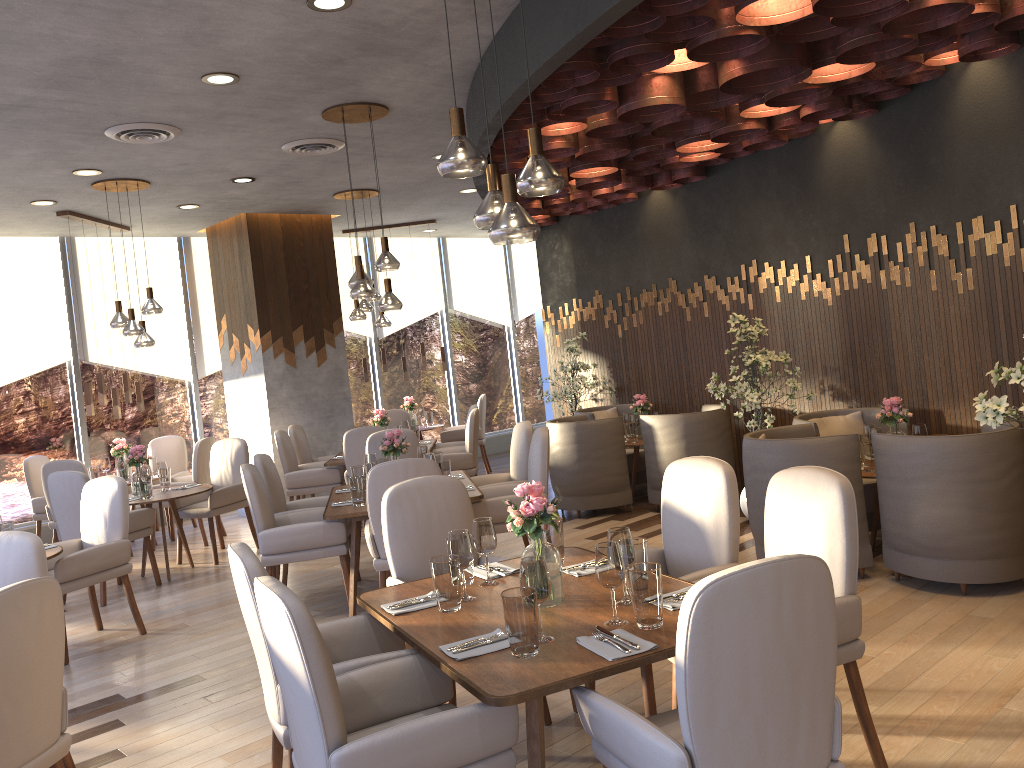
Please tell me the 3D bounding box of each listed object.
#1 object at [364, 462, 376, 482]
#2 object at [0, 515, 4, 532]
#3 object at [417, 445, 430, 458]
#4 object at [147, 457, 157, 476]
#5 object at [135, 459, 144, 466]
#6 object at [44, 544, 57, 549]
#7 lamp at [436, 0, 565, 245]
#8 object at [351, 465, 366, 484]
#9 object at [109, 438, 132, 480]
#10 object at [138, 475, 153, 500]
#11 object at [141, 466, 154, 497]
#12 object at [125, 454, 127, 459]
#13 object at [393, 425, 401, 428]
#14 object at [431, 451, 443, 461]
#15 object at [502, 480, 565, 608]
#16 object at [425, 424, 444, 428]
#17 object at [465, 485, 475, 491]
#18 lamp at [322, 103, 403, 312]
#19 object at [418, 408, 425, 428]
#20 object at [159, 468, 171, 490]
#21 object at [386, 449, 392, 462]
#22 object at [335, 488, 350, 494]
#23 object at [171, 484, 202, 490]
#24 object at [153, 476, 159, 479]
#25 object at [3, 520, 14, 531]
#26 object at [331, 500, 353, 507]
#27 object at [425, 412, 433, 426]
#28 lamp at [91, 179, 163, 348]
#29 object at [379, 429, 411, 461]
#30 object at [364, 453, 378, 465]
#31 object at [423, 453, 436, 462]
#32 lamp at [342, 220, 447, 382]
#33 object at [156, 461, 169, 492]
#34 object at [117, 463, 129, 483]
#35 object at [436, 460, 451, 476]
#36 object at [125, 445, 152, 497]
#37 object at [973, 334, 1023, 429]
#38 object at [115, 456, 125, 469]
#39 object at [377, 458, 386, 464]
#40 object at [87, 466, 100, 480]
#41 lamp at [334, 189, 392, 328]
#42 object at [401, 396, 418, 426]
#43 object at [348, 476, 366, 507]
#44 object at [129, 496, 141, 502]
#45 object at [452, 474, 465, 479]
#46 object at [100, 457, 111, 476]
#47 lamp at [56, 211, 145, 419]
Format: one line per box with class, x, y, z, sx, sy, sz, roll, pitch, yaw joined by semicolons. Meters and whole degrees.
object;-0.875;0.617;5.534;0.092;0.244;0.092;-7;1;-29
object;-2.962;0.869;5.082;0.092;0.244;0.092;-6;1;13
object;-0.620;0.558;6.276;0.092;0.244;0.092;-6;1;34
object;-3.531;0.816;8.705;0.102;0.178;0.102;-7;1;-39
object;-3.627;0.796;8.646;0.092;0.244;0.092;-6;1;7
object;-2.798;0.962;5.149;0.157;0.019;0.255;-5;3;32
lamp;-0.084;-1.120;2.980;0.439;1.326;0.439;-6;1;-3
object;-1.035;0.648;6.022;0.102;0.178;0.102;-6;1;7
object;-3.789;0.730;8.616;0.210;0.415;0.197;-7;1;-30
object;-2.884;0.815;6.983;0.102;0.178;0.102;-6;1;28
object;-2.915;0.782;7.089;0.092;0.244;0.092;-6;1;42
object;-3.832;0.815;8.743;0.092;0.244;0.092;-7;1;-34
object;-1.083;0.520;8.457;0.092;0.244;0.092;-6;1;44
object;-0.539;0.579;6.353;0.102;0.178;0.102;-7;1;-42
object;0.082;0.533;2.996;0.210;0.415;0.197;-7;1;-30
object;-0.970;0.520;10.980;0.255;0.019;0.157;-6;2;-4
object;-0.365;0.669;5.637;0.255;0.019;0.157;-7;2;-8
lamp;-0.966;-1.142;5.881;0.440;1.326;0.439;-7;1;-37
object;-1.125;0.421;11.063;0.092;0.244;0.092;-6;1;39
object;-2.917;0.800;7.453;0.102;0.178;0.102;-6;1;40
object;-0.837;0.583;6.248;0.092;0.244;0.092;-6;1;14
object;-1.101;0.729;6.171;0.255;0.019;0.157;-7;2;-9
object;-2.743;0.862;7.436;0.157;0.019;0.255;-5;3;23
object;-3.485;0.898;8.543;0.255;0.019;0.157;-6;2;4
object;-2.967;0.898;5.192;0.102;0.178;0.102;-7;1;-21
object;-1.013;0.742;5.605;0.255;0.019;0.157;-7;2;-9
object;-1.039;0.441;11.134;0.102;0.178;0.102;-6;1;33
lamp;-3.101;-0.960;7.202;0.440;1.326;0.439;-7;1;-35
object;-0.774;0.508;5.895;0.210;0.415;0.198;-6;1;5
object;-0.964;0.603;6.100;0.092;0.244;0.092;-6;1;10
object;-0.525;0.571;5.710;0.092;0.244;0.092;-6;1;40
lamp;-1.412;-0.999;10.970;1.161;1.931;0.118;-6;0;3
object;-2.895;0.769;7.346;0.092;0.244;0.092;-6;1;4
object;-3.662;0.845;8.357;0.102;0.178;0.102;-6;1;28
object;-0.444;0.592;5.787;0.102;0.178;0.102;-6;1;8
object;-3.043;0.704;7.225;0.210;0.415;0.198;-6;1;5
object;2.485;0.290;3.945;0.745;1.616;0.790;-6;1;24
object;-3.728;0.816;8.447;0.092;0.244;0.092;-6;1;22
object;-0.914;0.622;6.321;0.102;0.178;0.102;-6;1;5
object;-3.993;0.877;8.473;0.102;0.178;0.102;-6;1;-4
lamp;-1.452;-1.203;8.684;0.439;1.326;0.440;-6;1;33
object;-1.246;0.355;10.895;0.210;0.415;0.198;-6;1;25
object;-0.947;0.661;5.456;0.102;0.178;0.102;-6;1;7
object;-3.040;0.912;6.997;0.157;0.019;0.255;-5;3;22
object;-0.459;0.657;6.203;0.255;0.019;0.157;-7;2;-8
object;-3.909;0.832;8.538;0.092;0.244;0.092;-6;1;26
lamp;-3.917;-0.623;8.572;0.118;1.931;1.162;-6;1;3
